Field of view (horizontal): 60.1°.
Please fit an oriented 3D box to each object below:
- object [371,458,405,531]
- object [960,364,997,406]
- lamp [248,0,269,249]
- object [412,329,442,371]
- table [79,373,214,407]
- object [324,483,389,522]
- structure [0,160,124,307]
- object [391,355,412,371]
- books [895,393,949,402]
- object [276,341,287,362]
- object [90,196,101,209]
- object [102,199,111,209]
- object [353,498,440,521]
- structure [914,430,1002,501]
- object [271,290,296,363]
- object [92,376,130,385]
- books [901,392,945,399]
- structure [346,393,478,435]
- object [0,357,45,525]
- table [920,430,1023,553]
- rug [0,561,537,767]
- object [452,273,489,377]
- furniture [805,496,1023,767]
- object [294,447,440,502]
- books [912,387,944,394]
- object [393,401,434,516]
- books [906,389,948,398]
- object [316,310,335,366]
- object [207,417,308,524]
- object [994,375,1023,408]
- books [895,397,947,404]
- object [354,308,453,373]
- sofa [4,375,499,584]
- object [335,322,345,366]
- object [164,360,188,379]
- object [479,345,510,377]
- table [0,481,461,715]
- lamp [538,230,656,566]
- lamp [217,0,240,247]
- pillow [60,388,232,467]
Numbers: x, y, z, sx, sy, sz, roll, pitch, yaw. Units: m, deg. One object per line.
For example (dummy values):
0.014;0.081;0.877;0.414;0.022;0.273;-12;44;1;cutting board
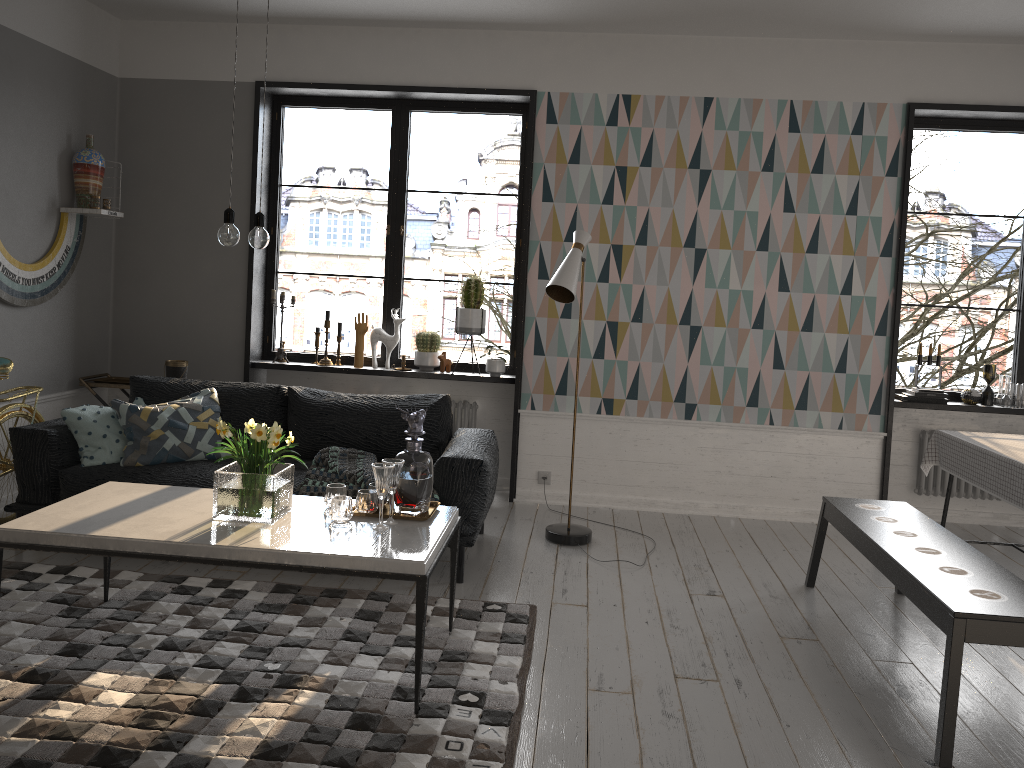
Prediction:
-0.445;0.392;3.149;0.082;0.226;0.168;4;4;16;object
2.913;0.002;5.524;0.194;0.256;0.115;4;3;15;object
-0.590;-1.170;2.576;0.074;1.531;1.402;2;4;-26;lamp
-0.560;-0.230;5.870;0.234;0.282;0.214;1;4;-21;object
-2.328;0.303;5.632;0.742;0.677;0.340;3;3;5;table
-0.566;0.441;3.300;0.246;0.087;0.280;1;6;-17;object
-2.633;-0.858;4.521;0.267;0.951;2.031;3;6;5;structure
-0.714;-0.140;5.830;0.123;0.099;0.123;5;5;27;object
2.573;0.087;5.572;0.271;0.019;0.184;3;6;4;books
-1.552;-0.227;5.982;0.084;0.151;0.085;3;3;8;object
-2.495;-1.085;5.299;0.060;0.079;0.060;3;4;-7;object
-2.456;-1.090;5.363;0.050;0.058;0.050;3;4;-6;object
-0.445;0.473;3.351;0.318;0.015;0.248;3;6;5;object
3.217;0.542;5.666;1.223;0.427;0.149;3;3;3;structure
-1.549;-0.386;5.895;0.163;0.488;0.145;5;4;41;object
-2.464;-0.020;5.632;0.318;0.015;0.248;3;6;5;object
2.582;0.074;5.566;0.216;0.011;0.175;4;6;10;books
-0.811;0.296;6.006;1.223;0.427;0.149;3;3;3;structure
-2.660;0.303;4.162;0.426;0.966;1.634;3;5;-4;object
2.397;0.736;3.424;0.931;0.781;2.035;3;6;4;table
-1.217;0.971;3.064;2.527;0.034;1.778;4;6;5;rug
-0.265;-0.394;5.733;0.235;0.668;0.229;2;3;-25;object
1.601;0.856;3.467;0.465;0.453;1.677;3;6;5;furniture
-0.677;0.517;4.232;0.666;0.328;0.492;3;5;0;object
2.610;0.040;5.552;0.153;0.017;0.124;4;6;6;books
-0.371;0.276;3.349;0.148;0.416;0.156;4;3;24;object
2.606;0.060;5.557;0.198;0.022;0.163;4;6;6;books
-1.229;-0.310;5.871;0.123;0.374;0.123;3;3;9;object
-0.936;0.297;3.197;0.352;0.350;0.326;4;4;7;object
3.158;0.048;5.515;0.268;0.191;0.154;3;4;5;object
2.569;0.103;5.566;0.268;0.011;0.162;4;6;8;books
-0.717;-0.292;5.834;0.662;0.408;0.135;4;3;6;object
-1.253;0.426;4.572;2.341;0.795;0.974;3;5;4;sofa
-1.156;-0.274;5.916;0.076;0.300;0.076;5;3;35;object
-2.111;-0.064;5.561;0.139;0.160;0.141;7;6;43;object
-0.108;-0.149;5.703;0.171;0.203;0.247;3;5;7;object
-0.967;0.729;3.191;1.456;0.509;0.735;3;5;5;table
0.509;-0.001;5.049;0.680;1.696;1.251;3;4;3;lamp
-0.661;-1.161;2.457;0.074;1.531;1.402;2;4;-26;lamp
-1.866;0.216;4.563;0.798;0.361;0.446;2;5;-13;pillow
